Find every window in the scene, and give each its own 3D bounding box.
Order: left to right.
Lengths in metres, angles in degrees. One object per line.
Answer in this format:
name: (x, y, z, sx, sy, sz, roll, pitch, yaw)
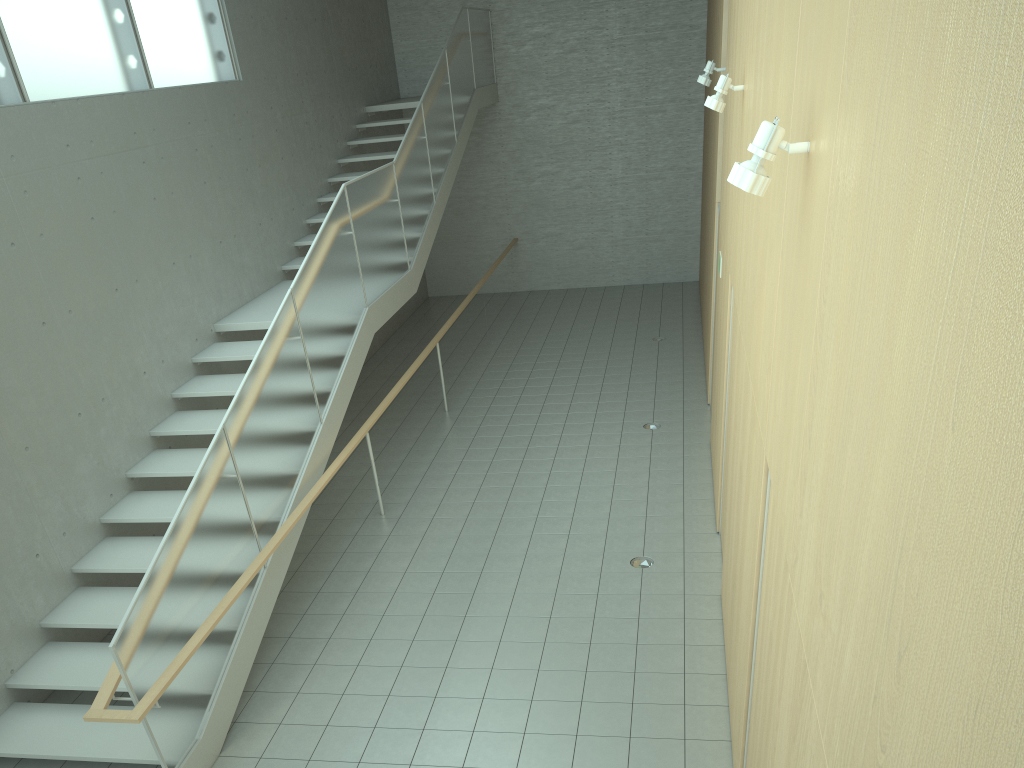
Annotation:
window: (-3.903, -2.317, 2.665, 0.030, 3.170, 13.722, 1, 23, 11)

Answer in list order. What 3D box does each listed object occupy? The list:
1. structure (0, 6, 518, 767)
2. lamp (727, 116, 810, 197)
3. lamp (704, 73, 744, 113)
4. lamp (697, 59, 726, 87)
structure: (-1.910, -1.330, 8.935, 1.885, 4.850, 11.056, 1, 24, 11)
lamp: (0.734, -0.651, 2.434, 0.231, 0.224, 0.124, -9, 28, -6)
lamp: (1.235, -1.693, 4.944, 0.231, 0.224, 0.124, -9, 28, -6)
lamp: (1.704, -2.669, 7.292, 0.231, 0.224, 0.124, -9, 28, -6)
